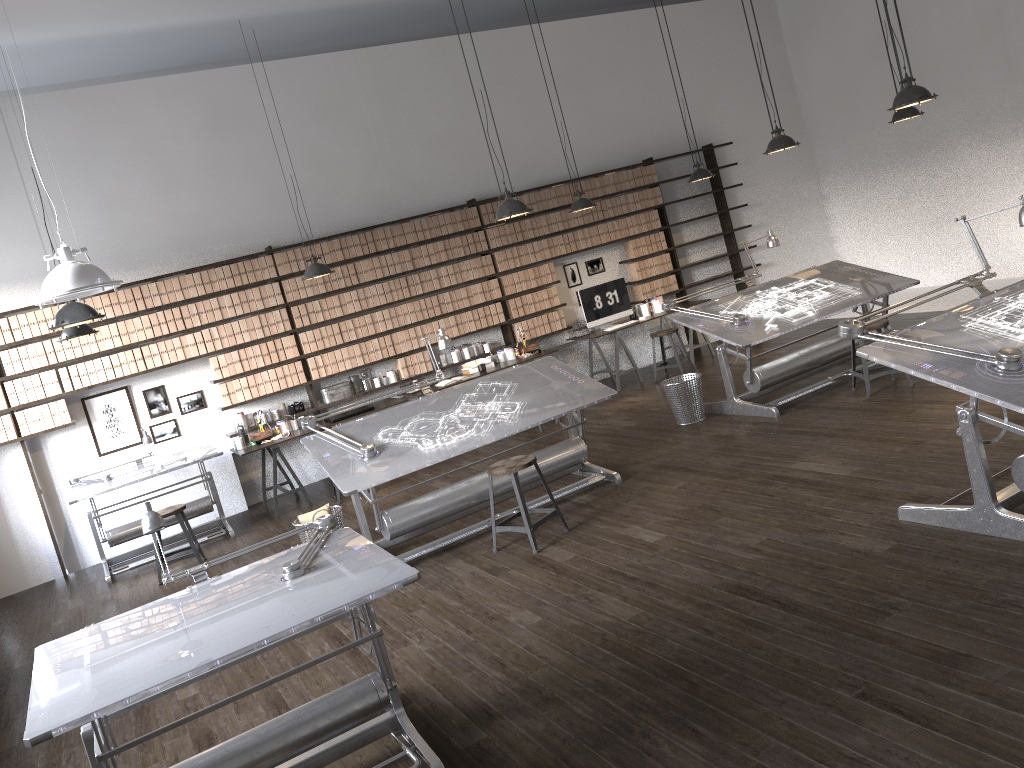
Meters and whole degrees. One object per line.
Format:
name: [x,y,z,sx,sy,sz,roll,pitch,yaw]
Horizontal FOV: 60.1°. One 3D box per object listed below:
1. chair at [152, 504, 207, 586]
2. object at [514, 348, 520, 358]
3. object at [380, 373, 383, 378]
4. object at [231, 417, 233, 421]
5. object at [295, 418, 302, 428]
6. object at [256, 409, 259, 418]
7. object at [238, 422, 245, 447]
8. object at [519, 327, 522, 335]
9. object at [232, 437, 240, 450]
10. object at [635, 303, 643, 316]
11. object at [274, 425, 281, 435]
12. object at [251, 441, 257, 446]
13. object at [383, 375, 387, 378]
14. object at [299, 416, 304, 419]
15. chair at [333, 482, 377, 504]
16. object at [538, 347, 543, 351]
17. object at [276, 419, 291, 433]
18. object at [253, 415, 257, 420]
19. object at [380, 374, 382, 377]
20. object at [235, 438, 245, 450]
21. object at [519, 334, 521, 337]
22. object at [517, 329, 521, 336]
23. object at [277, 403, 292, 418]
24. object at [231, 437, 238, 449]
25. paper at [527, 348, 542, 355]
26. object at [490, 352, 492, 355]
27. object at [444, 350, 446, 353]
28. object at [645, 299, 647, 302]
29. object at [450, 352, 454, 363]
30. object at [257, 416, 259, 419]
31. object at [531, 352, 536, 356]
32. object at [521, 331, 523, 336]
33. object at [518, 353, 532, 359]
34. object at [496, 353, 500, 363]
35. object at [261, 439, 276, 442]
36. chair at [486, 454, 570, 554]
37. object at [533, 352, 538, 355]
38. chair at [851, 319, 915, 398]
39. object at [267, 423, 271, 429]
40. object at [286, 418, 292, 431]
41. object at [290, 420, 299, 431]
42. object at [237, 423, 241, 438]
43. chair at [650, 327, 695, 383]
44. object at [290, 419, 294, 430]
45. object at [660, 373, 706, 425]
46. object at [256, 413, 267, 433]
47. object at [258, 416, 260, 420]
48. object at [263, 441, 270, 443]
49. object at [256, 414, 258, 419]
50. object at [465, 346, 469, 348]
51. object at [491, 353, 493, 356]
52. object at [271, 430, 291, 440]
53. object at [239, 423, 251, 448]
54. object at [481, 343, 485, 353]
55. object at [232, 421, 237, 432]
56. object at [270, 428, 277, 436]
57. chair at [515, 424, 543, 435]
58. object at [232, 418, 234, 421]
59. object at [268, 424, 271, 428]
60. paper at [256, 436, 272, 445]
chair: [-2.695,1.264,7.073,0.373,0.525,0.358,-17,6,-17]
object: [0.056,-0.342,9.727,0.050,0.111,0.049,-17,6,-22]
object: [-1.359,-0.056,9.328,0.042,0.124,0.008,-19,6,-37]
object: [-2.744,0.387,8.731,0.005,0.141,0.040,-19,6,-34]
object: [-2.104,0.388,8.748,0.063,0.093,0.063,-13,6,24]
object: [-2.435,0.350,8.541,0.007,0.227,0.021,-16,5,-13]
object: [-2.561,0.481,8.450,0.069,0.236,0.068,-18,6,-28]
object: [0.113,-0.523,9.822,0.007,0.227,0.020,-15,5,6]
object: [-2.609,0.568,8.415,0.070,0.103,0.069,-19,7,-30]
object: [1.547,-0.892,10.656,0.095,0.144,0.095,-16,6,-8]
object: [-2.262,0.452,8.561,0.050,0.111,0.049,-18,6,-29]
object: [-2.448,0.563,8.393,0.049,0.037,0.049,-19,8,-29]
object: [-1.341,-0.046,9.393,0.045,0.100,0.044,-17,6,-23]
object: [-2.085,0.374,8.812,0.061,0.094,0.062,-13,6,24]
chair: [-1.527,0.785,8.210,0.373,0.525,0.358,-17,6,-17]
object: [0.318,-0.385,9.784,0.049,0.037,0.049,-18,7,-22]
object: [-2.225,0.419,8.624,0.106,0.141,0.103,-19,7,-33]
object: [-2.434,0.372,8.527,0.071,0.185,0.008,-18,6,-25]
object: [-1.359,-0.048,9.323,0.028,0.126,0.004,-18,6,-27]
object: [-2.567,0.566,8.350,0.069,0.104,0.068,-17,6,-21]
object: [0.115,-0.484,9.820,0.045,0.151,0.005,-20,7,-43]
object: [0.105,-0.509,9.801,0.055,0.213,0.007,-17,5,-19]
object: [-2.278,0.276,8.907,0.235,0.161,0.108,-11,7,30]
object: [-2.641,0.567,8.482,0.069,0.104,0.068,-19,7,-30]
paper: [0.250,-0.351,9.679,0.155,0.038,0.138,-17,8,-11]
object: [-0.212,-0.293,9.785,0.030,0.133,0.004,-17,5,-21]
object: [-0.710,-0.304,9.740,0.041,0.168,0.009,-17,5,-22]
object: [1.636,-0.942,10.613,0.007,0.179,0.055,-20,7,-43]
object: [-0.647,-0.291,9.710,0.045,0.127,0.044,-18,6,-25]
object: [-2.433,0.386,8.545,0.005,0.156,0.006,-11,6,36]
object: [0.247,-0.337,9.643,0.011,0.017,0.173,-11,9,33]
object: [0.129,-0.500,9.801,0.005,0.179,0.022,-16,5,-6]
object: [0.146,-0.315,9.603,0.131,0.050,0.199,-10,9,35]
object: [-0.145,-0.286,9.754,0.045,0.100,0.044,-18,6,-25]
object: [-2.290,0.533,8.367,0.171,0.017,0.011,-14,6,6]
chair: [0.061,0.741,5.515,0.370,0.525,0.362,-10,8,43]
object: [0.257,-0.333,9.653,0.005,0.005,0.159,-11,9,30]
chair: [2.836,-0.211,6.919,0.371,0.525,0.360,-15,6,3]
object: [-2.337,0.446,8.591,0.033,0.147,0.005,-18,6,-25]
object: [-2.230,0.410,8.741,0.095,0.127,0.094,-18,6,-21]
object: [-2.132,0.405,8.685,0.061,0.094,0.062,-14,6,15]
object: [-2.597,0.484,8.526,0.069,0.228,0.068,-18,6,-28]
chair: [1.747,-0.330,9.808,0.370,0.525,0.362,-11,7,33]
object: [-2.159,0.404,8.741,0.045,0.100,0.044,-18,6,-25]
object: [1.483,0.135,7.545,0.353,0.376,0.354,-16,6,-4]
object: [-2.432,0.376,8.669,0.077,0.145,0.346,-15,7,-2]
object: [-2.421,0.383,8.521,0.005,0.153,0.037,-18,6,-29]
object: [-2.301,0.543,8.367,0.157,0.005,0.005,-14,7,9]
object: [-2.434,0.377,8.520,0.005,0.179,0.022,-15,5,-2]
object: [-0.485,-0.351,9.824,0.044,0.127,0.045,-16,5,-8]
object: [-0.203,-0.296,9.784,0.036,0.117,0.005,-17,5,-20]
object: [-2.203,0.489,8.422,0.197,0.050,0.133,-15,8,4]
object: [-2.529,0.486,8.387,0.069,0.228,0.068,-18,6,-28]
object: [-0.312,-0.401,9.919,0.044,0.102,0.044,-19,7,-34]
object: [-2.716,0.413,8.726,0.061,0.110,0.061,-18,6,-27]
object: [-2.309,0.471,8.609,0.060,0.088,0.059,-19,7,-30]
chair: [0.201,0.204,9.001,0.356,0.525,0.375,-11,8,38]
object: [-2.735,0.389,8.822,0.070,0.130,0.071,-13,6,22]
object: [-2.328,0.443,8.590,0.040,0.129,0.005,-18,6,-24]
paper: [-2.325,0.531,8.385,0.156,0.038,0.137,-22,10,-40]
